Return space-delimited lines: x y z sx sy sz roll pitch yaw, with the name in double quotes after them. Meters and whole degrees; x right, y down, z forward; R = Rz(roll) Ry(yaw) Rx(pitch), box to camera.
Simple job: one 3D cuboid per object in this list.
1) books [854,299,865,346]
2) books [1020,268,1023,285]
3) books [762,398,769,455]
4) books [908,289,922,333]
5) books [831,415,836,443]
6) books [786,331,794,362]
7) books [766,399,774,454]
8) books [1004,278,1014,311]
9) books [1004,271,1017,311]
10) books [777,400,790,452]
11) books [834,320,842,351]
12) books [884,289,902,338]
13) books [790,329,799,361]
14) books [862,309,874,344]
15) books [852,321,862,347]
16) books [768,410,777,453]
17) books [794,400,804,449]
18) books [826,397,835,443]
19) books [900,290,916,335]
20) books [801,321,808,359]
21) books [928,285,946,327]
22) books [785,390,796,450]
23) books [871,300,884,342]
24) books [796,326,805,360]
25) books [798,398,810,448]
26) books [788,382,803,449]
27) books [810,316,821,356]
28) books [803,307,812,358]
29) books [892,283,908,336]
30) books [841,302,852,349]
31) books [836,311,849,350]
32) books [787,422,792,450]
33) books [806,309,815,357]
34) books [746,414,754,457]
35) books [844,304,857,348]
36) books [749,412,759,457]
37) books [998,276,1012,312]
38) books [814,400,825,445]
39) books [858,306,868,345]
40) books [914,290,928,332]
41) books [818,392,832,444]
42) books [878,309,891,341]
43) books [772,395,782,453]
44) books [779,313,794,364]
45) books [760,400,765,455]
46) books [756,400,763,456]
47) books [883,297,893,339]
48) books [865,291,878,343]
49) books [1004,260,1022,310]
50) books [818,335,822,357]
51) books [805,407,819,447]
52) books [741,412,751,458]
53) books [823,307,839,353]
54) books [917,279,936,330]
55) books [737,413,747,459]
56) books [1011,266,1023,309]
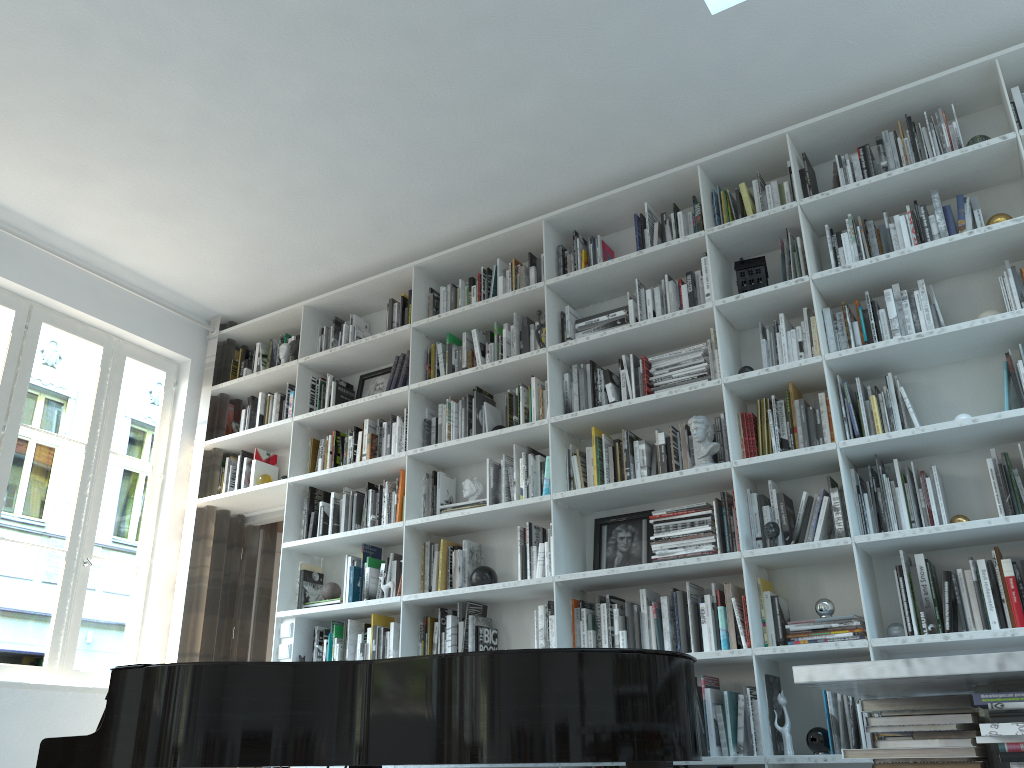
1.475 -0.200 3.706 0.014 0.282 0.136 -14 -26 29 "books"
1.982 -0.312 3.390 0.016 0.227 0.160 -14 -26 29 "books"
1.092 0.220 3.752 0.035 0.292 0.145 -14 -26 29 "books"
1.650 -0.239 3.591 0.024 0.261 0.134 -14 -26 29 "books"
1.341 0.177 3.629 0.033 0.267 0.142 -14 -26 29 "books"
1.217 -0.107 3.799 0.024 0.194 0.173 -14 -26 29 "books"
1.110 0.222 3.758 0.035 0.292 0.145 -14 -26 29 "books"
1.928 -0.287 3.418 0.005 0.204 0.154 -14 -26 29 "books"
1.934 -0.302 3.418 0.012 0.231 0.154 -14 -26 29 "books"
1.164 0.220 3.737 0.035 0.277 0.139 -14 -26 29 "books"
1.395 -0.147 3.733 0.013 0.209 0.140 -14 -26 29 "books"
1.567 -0.233 3.605 0.030 0.262 0.182 -14 -26 29 "books"
1.234 -0.111 3.792 0.027 0.195 0.185 -14 -26 29 "books"
1.494 -0.182 3.663 0.026 0.215 0.162 -14 -26 29 "books"
1.452 -0.153 3.681 0.021 0.178 0.137 -14 -26 29 "books"
1.123 0.243 3.730 0.015 0.231 0.180 -14 -26 29 "books"
1.221 0.210 3.683 0.033 0.252 0.175 -14 -26 29 "books"
1.326 0.191 3.636 0.019 0.246 0.149 -14 -26 29 "books"
1.619 -0.233 3.584 0.025 0.243 0.184 -14 -26 29 "books"
1.272 -0.134 3.786 0.024 0.233 0.150 -14 -26 29 "books"
1.720 -0.255 3.547 0.034 0.253 0.161 -14 -26 29 "books"
1.183 0.191 3.689 0.019 0.291 0.182 -14 -26 29 "books"
1.519 -0.204 3.638 0.022 0.236 0.165 -14 -26 29 "books"
1.253 -0.122 3.786 0.029 0.210 0.158 -14 -26 29 "books"
1.228 0.202 3.651 0.027 0.241 0.189 -14 -26 29 "books"
1.203 0.174 3.706 0.022 0.336 0.170 -14 -26 29 "books"
1.306 -0.149 3.749 0.028 0.228 0.177 -14 -26 29 "books"
1.287 -0.165 3.791 0.028 0.292 0.155 -14 -26 29 "books"
1.604 -0.245 3.618 0.027 0.294 0.160 -14 -26 29 "books"
1.427 -0.191 3.719 0.014 0.277 0.154 -14 -26 29 "books"
1.411 -0.168 3.726 0.030 0.241 0.138 -14 -26 29 "books"
1.188 0.260 3.708 0.030 0.180 0.132 -14 -26 29 "books"
1.300 -0.162 3.779 0.025 0.276 0.173 -14 -26 29 "books"
1.042 0.264 3.792 0.014 0.243 0.145 -14 -26 29 "books"
1.430 -0.185 3.693 0.014 0.246 0.177 -14 -26 29 "books"
1.061 0.263 3.795 0.013 0.245 0.177 -14 -26 29 "books"
1.921 -0.290 3.429 0.015 0.219 0.140 -14 -26 29 "books"
1.285 0.201 3.648 0.028 0.238 0.146 -14 -26 29 "books"
1.476 -0.187 3.675 0.013 0.235 0.158 -14 -26 29 "books"
1.662 -0.235 3.564 0.021 0.231 0.183 -14 -26 29 "books"
1.302 0.182 3.637 0.032 0.265 0.143 -14 -26 29 "books"
1.544 -0.187 3.625 0.025 0.193 0.171 -14 -26 29 "books"
1.135 0.210 3.731 0.019 0.293 0.164 -14 -26 29 "books"
1.197 -0.144 3.813 0.028 0.274 0.187 -14 -26 29 "books"
1.089 0.228 3.770 0.035 0.292 0.145 -14 -26 29 "books"
1.072 0.227 3.768 0.035 0.292 0.145 -14 -26 29 "books"
1.562 -0.217 3.633 0.011 0.255 0.131 -14 -26 29 "books"
1.500 -0.222 3.650 0.014 0.279 0.178 -14 -26 29 "books"
1.938 -0.325 3.409 0.015 0.266 0.164 -14 -26 29 "books"
1.330 -0.152 3.753 0.026 0.237 0.173 -14 -26 29 "books"
1.253 0.217 3.638 0.034 0.203 0.182 -14 -26 29 "books"
1.029 0.263 3.804 0.015 0.254 0.151 -14 -26 29 "books"
1.362 -0.170 3.729 0.028 0.250 0.190 -14 -26 29 "books"
1.675 -0.263 3.551 0.024 0.271 0.170 -14 -26 29 "books"
1.014 0.267 3.810 0.014 0.253 0.161 -14 -26 29 "books"
1.957 -0.314 3.405 0.016 0.242 0.152 -14 -26 29 "books"
